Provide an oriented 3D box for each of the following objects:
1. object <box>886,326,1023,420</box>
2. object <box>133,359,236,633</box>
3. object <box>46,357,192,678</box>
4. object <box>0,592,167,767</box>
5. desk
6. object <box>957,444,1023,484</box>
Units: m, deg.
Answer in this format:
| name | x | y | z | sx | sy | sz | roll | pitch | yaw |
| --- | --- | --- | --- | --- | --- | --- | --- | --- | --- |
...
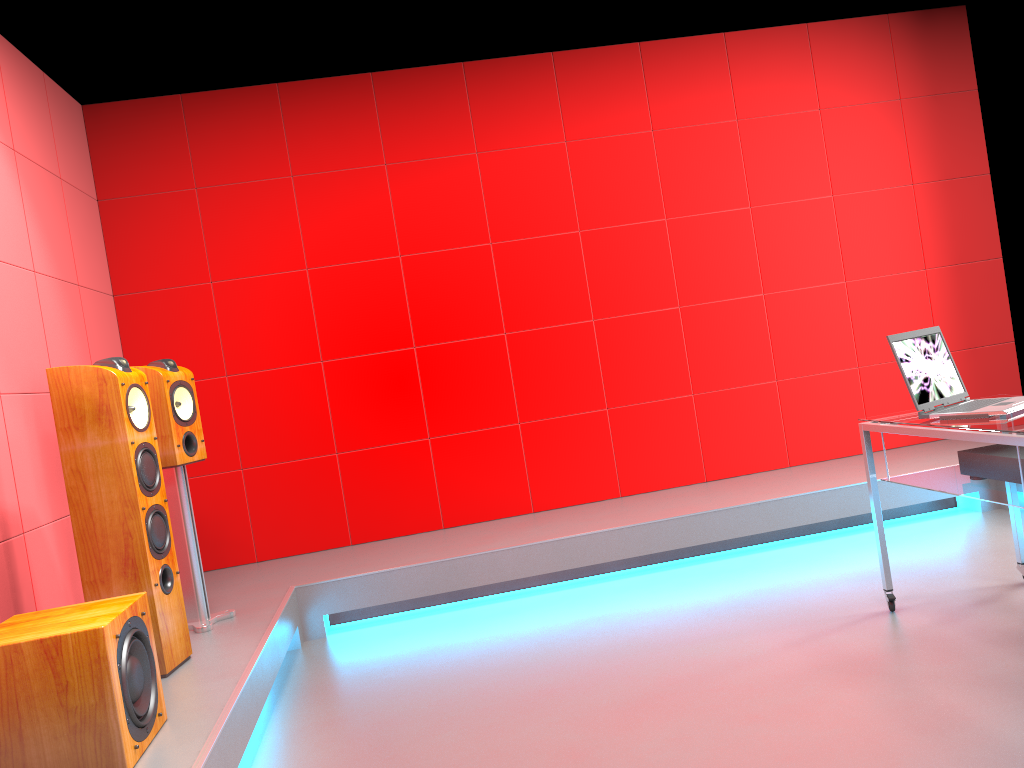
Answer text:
| name | x | y | z | sx | sy | sz | roll | pitch | yaw |
| --- | --- | --- | --- | --- | --- | --- | --- | --- | --- |
| object | 1.477 | -0.052 | 2.864 | 0.342 | 0.285 | 0.340 | -10 | 1 | -37 |
| object | -1.340 | 0.433 | 3.493 | 0.265 | 1.058 | 0.231 | -9 | 1 | 13 |
| object | -1.292 | 0.439 | 2.945 | 0.238 | 1.052 | 0.203 | -9 | 1 | 3 |
| object | -1.125 | 0.777 | 2.255 | 0.360 | 0.360 | 0.360 | -9 | 1 | -7 |
| desk | 1.654 | 0.422 | 2.403 | 0.594 | 0.690 | 1.617 | -9 | 1 | -7 |
| object | 1.652 | 0.234 | 2.675 | 0.365 | 0.092 | 0.435 | -9 | 1 | -7 |
